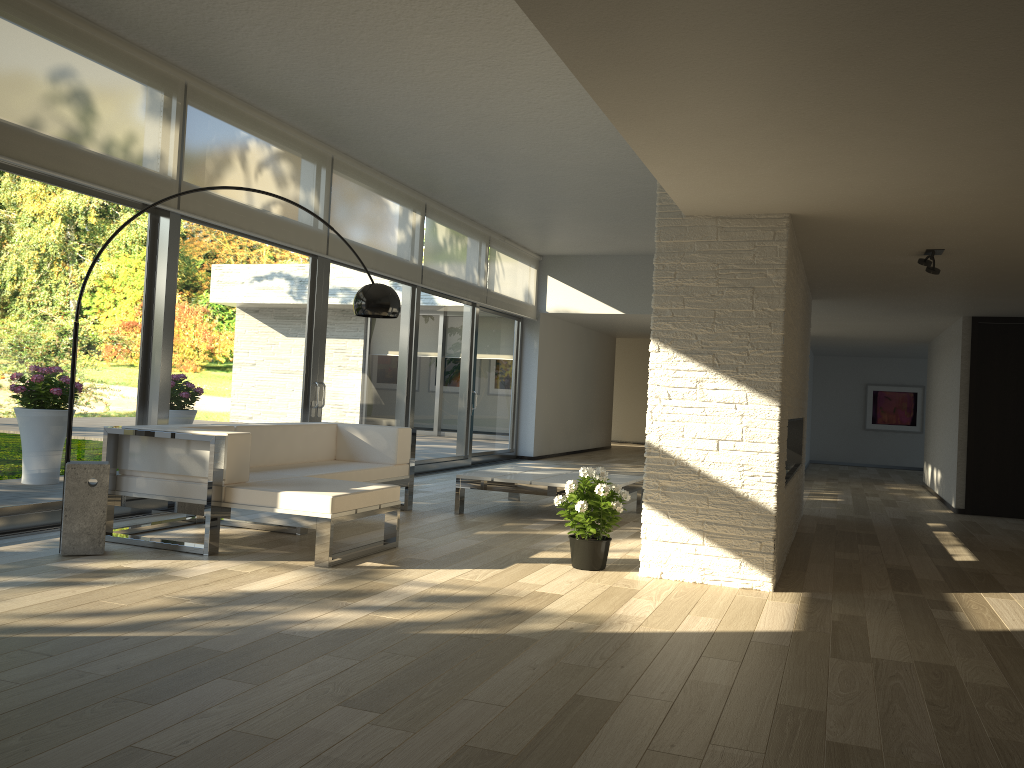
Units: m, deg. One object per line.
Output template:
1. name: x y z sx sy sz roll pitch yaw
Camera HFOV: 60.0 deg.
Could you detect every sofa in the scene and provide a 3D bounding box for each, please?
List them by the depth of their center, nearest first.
1. sofa: -1.265 0.627 5.897 1.546 0.655 2.403 3 -1 20

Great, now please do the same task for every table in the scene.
1. table: 0.344 0.900 7.228 1.220 0.305 1.219 3 -1 20

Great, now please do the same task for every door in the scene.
1. door: 4.931 0.326 8.594 0.920 1.948 0.108 2 -2 20
2. door: -0.289 0.029 9.241 19.443 2.374 22.937 3 -1 20

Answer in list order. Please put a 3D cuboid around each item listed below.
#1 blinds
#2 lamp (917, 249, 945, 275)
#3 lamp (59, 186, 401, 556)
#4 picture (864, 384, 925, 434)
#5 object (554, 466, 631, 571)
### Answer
1. blinds: -1.617 -1.601 7.838 0.056 0.984 11.524 2 -1 20
2. lamp: 2.581 -0.741 5.472 0.135 0.153 0.234 2 -1 20
3. lamp: -1.482 -0.090 4.951 1.753 2.025 0.282 4 -2 -27
4. picture: 6.734 0.429 15.609 0.959 0.829 0.017 3 -2 20
5. object: 0.451 0.748 4.968 0.405 0.571 0.430 2 -2 42
